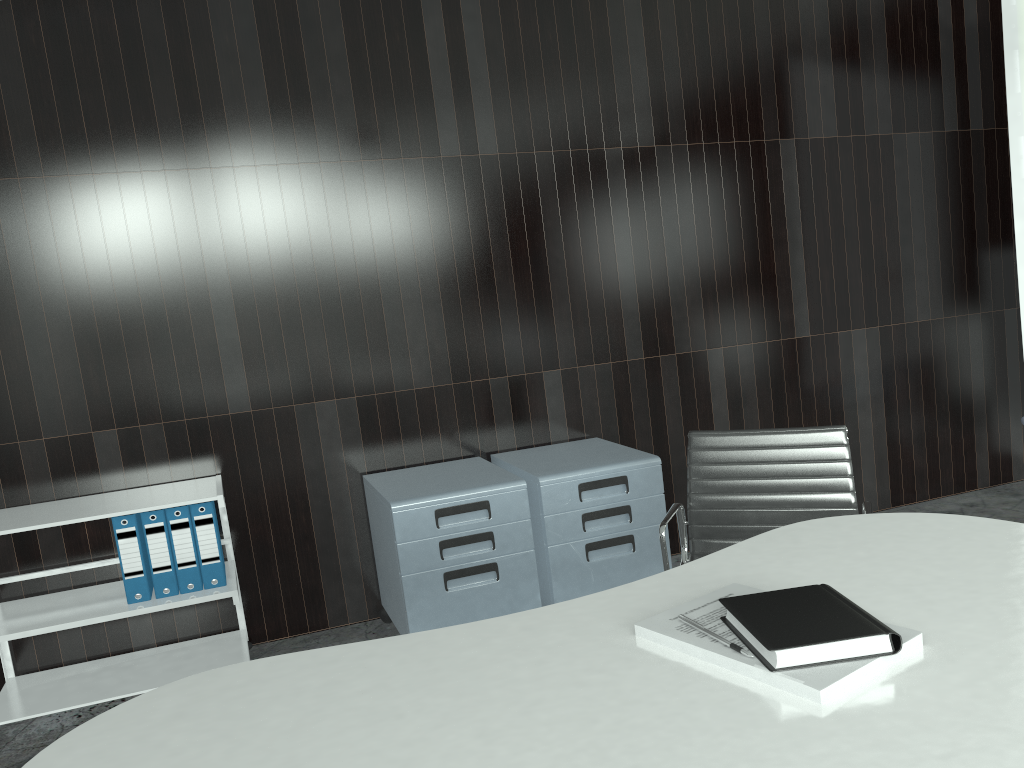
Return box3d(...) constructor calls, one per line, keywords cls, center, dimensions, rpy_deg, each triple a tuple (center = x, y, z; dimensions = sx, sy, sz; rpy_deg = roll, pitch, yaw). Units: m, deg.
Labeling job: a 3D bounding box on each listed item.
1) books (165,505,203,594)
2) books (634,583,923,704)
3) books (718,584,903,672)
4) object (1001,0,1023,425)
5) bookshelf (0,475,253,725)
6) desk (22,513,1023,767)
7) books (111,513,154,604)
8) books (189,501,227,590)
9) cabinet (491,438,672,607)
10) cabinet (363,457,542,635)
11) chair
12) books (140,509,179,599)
box3d(cls="books", center=(-1.113, 0.593, 3.019), dimensions=(0.072, 0.320, 0.262), rpy_deg=(-9, 7, -18))
box3d(cls="books", center=(0.341, 0.366, 1.167), dimensions=(0.210, 0.021, 0.297), rpy_deg=(-11, 8, -35))
box3d(cls="books", center=(0.373, 0.340, 1.133), dimensions=(0.164, 0.032, 0.183), rpy_deg=(-7, 7, -5))
box3d(cls="object", center=(2.976, -0.675, 3.360), dimensions=(2.051, 2.602, 0.673), rpy_deg=(-6, 7, 6))
box3d(cls="bookshelf", center=(-1.327, 0.803, 2.954), dimensions=(0.817, 0.739, 0.403), rpy_deg=(-9, 7, -18))
box3d(cls="desk", center=(0.289, 0.803, 1.104), dimensions=(1.600, 0.818, 0.910), rpy_deg=(-9, 7, -23))
box3d(cls="books", center=(-1.264, 0.616, 2.969), dimensions=(0.072, 0.320, 0.262), rpy_deg=(-9, 7, -18))
box3d(cls="books", center=(-1.042, 0.582, 3.042), dimensions=(0.072, 0.320, 0.262), rpy_deg=(-9, 7, -18))
box3d(cls="cabinet", center=(0.261, 0.620, 3.392), dimensions=(0.502, 0.648, 0.598), rpy_deg=(-9, 7, -19))
box3d(cls="cabinet", center=(-0.222, 0.694, 3.231), dimensions=(0.502, 0.648, 0.598), rpy_deg=(-9, 7, -19))
box3d(cls="chair", center=(0.705, 0.593, 2.430), dimensions=(0.560, 0.825, 0.587), rpy_deg=(-4, 7, 21))
box3d(cls="books", center=(-1.184, 0.604, 2.995), dimensions=(0.072, 0.320, 0.262), rpy_deg=(-9, 7, -18))
